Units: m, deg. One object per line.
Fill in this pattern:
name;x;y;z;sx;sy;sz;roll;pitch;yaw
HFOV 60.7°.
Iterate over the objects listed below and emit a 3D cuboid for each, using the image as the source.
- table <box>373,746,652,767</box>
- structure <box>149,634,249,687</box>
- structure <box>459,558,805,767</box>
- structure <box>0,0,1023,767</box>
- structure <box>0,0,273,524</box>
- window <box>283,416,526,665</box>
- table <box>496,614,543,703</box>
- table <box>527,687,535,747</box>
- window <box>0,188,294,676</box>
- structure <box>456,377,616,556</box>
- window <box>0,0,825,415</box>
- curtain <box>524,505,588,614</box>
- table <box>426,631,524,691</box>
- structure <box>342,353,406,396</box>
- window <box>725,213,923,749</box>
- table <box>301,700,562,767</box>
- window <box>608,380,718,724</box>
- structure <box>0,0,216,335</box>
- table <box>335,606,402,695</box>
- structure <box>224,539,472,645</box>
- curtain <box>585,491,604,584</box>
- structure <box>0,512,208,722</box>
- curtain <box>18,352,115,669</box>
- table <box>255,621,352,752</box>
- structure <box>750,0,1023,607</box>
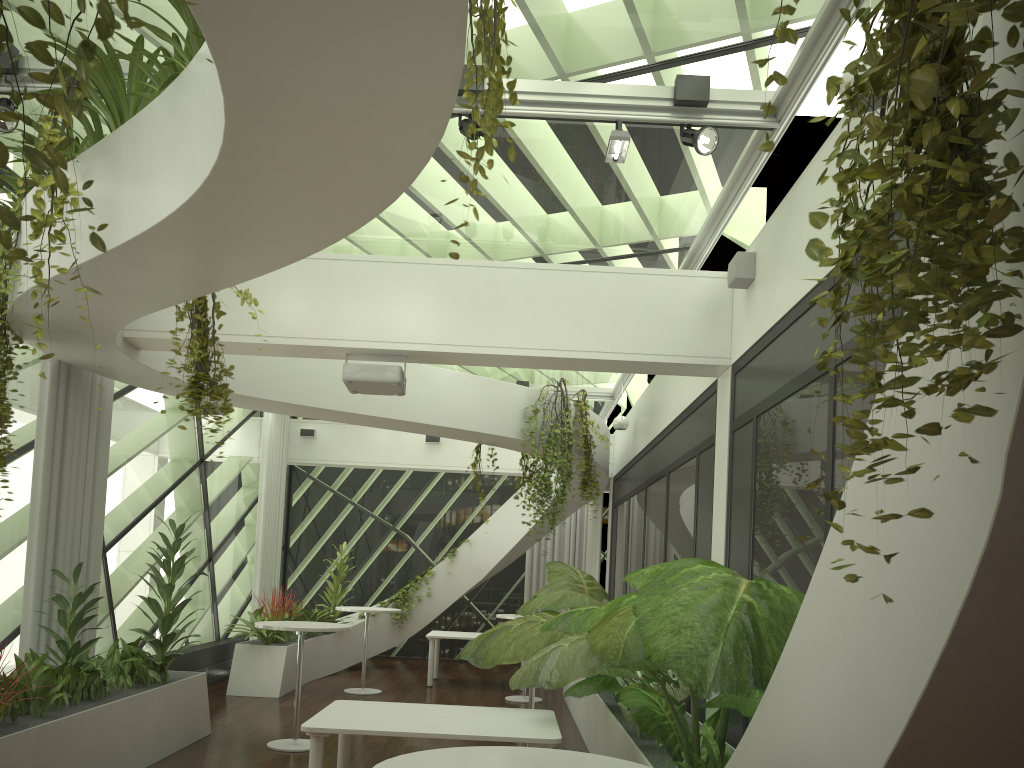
table;0.015;1.607;2.339;0.858;1.084;0.867;4;-7;-15
structure;-4.039;2.975;8.187;0.259;0.496;15.432;3;-12;1
structure;0.493;2.311;7.330;1.782;1.690;9.075;3;-12;0
structure;-1.381;0.546;2.900;5.914;4.160;24.851;2;-12;6
structure;-2.076;-0.382;4.790;1.458;2.284;4.669;7;-11;-36
window;-1.243;2.725;15.909;5.737;4.597;0.038;3;-3;0
table;0.196;3.591;11.464;0.857;1.084;0.868;-2;-8;35
table;0.196;2.817;7.887;0.857;1.084;0.868;-2;-8;35
window;-4.097;0.787;7.600;0.084;4.567;17.081;3;-12;1
structure;0.255;0.977;10.223;1.649;2.050;1.446;7;-8;-35
window;-1.158;-1.344;7.720;5.687;0.054;17.048;3;-12;1
curtain;0.873;2.947;15.661;1.231;4.046;0.161;3;-3;-1
table;-0.479;4.028;12.765;1.500;0.710;1.088;3;-9;0
structure;-1.038;-0.077;6.659;0.462;0.273;0.395;3;-9;0
window;1.566;0.709;2.821;0.050;3.193;7.231;3;-11;1
table;-0.479;2.452;5.480;1.500;0.710;1.088;3;-9;0
window;1.566;2.334;10.334;0.050;3.192;7.322;3;-11;1
structure;-1.771;-0.997;0.728;3.238;1.837;1.238;10;-9;-34
table;-1.909;3.491;11.470;0.857;1.084;0.868;-2;-8;35
structure;-2.694;2.958;12.880;2.036;1.648;4.851;-2;-12;31
curtain;1.396;2.799;14.858;0.160;4.045;1.010;3;-4;-1
structure;-3.004;1.578;6.107;0.854;1.575;3.391;3;-11;0
curtain;-3.712;0.929;7.352;0.160;4.045;1.056;3;-4;-1
table;-1.909;2.717;7.893;0.857;1.084;0.868;-2;-8;35
structure;0.671;-0.740;1.197;0.614;2.094;1.080;2;-5;12
